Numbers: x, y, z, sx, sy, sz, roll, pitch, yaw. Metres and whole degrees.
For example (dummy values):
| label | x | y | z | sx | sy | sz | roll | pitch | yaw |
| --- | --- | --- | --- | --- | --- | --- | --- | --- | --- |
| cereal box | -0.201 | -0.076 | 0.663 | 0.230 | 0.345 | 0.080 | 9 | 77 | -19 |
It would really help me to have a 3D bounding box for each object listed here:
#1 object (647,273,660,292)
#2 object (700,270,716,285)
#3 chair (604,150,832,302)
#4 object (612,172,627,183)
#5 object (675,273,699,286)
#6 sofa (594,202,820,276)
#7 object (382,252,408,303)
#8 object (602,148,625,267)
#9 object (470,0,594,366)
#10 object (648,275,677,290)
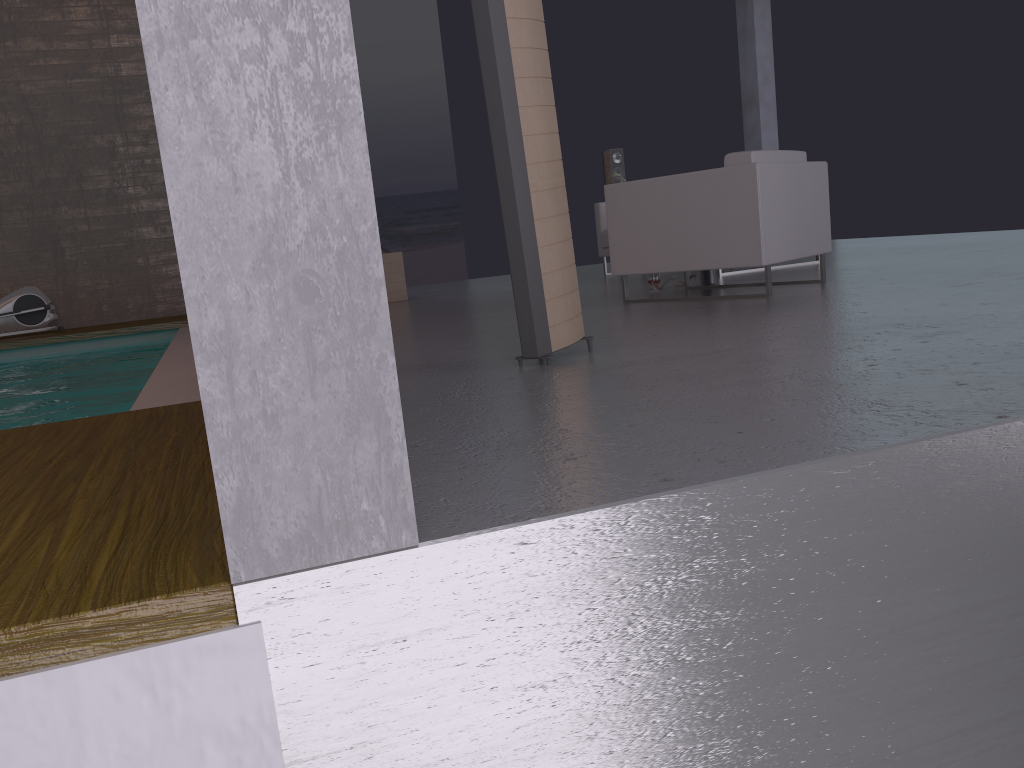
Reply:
| label | x | y | z | sx | sy | sz | roll | pitch | yaw |
| --- | --- | --- | --- | --- | --- | --- | --- | --- | --- |
| object | 0.973 | -0.750 | 6.099 | 0.091 | 0.233 | 0.091 | -5 | 9 | 10 |
| object | 1.348 | -0.906 | 6.167 | 0.109 | 0.435 | 0.109 | -5 | 9 | 9 |
| chair | 1.251 | -0.958 | 5.400 | 1.026 | 0.808 | 0.936 | 2 | 12 | 42 |
| object | 1.338 | -1.774 | 9.600 | 0.387 | 1.051 | 0.400 | -3 | 10 | 20 |
| object | 1.257 | -0.753 | 6.382 | 0.079 | 0.087 | 0.235 | -14 | 12 | -39 |
| sofa | 1.708 | -1.470 | 8.203 | 1.026 | 0.824 | 2.353 | -9 | 10 | -17 |
| object | -1.343 | -1.004 | 8.499 | 0.604 | 0.459 | 0.514 | -9 | 10 | -17 |
| object | 1.235 | -2.062 | 10.471 | 0.243 | 1.363 | 0.333 | -8 | 9 | -12 |
| object | 0.036 | -0.803 | 3.127 | 0.244 | 1.473 | 0.444 | -1 | 10 | 27 |
| object | 1.070 | -0.724 | 6.331 | 0.235 | 0.087 | 0.079 | 1 | 12 | 39 |
